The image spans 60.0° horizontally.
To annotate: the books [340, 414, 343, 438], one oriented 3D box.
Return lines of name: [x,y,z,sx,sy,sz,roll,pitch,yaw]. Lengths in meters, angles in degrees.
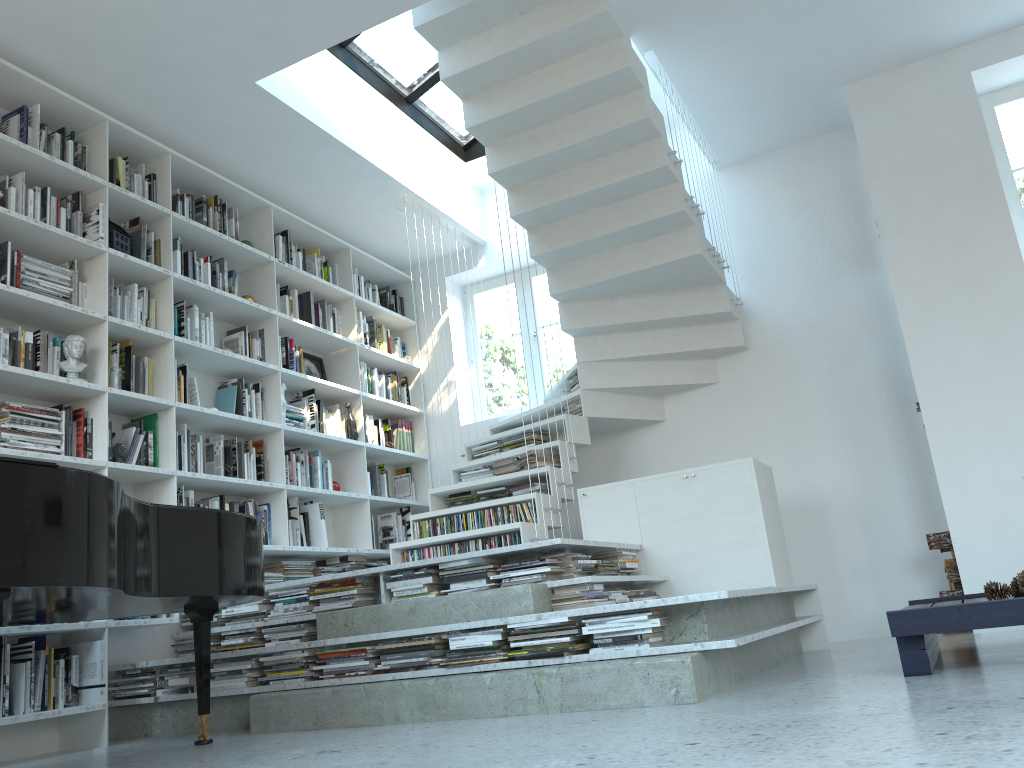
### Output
books: [-1.254,0.313,6.143,0.176,0.238,0.041,-14,-16,24]

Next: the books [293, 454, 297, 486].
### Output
books: [-1.446,0.575,5.621,0.177,0.238,0.026,-14,-16,24]

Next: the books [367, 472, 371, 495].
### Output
books: [-1.082,0.739,6.307,0.172,0.201,0.029,-14,-16,24]

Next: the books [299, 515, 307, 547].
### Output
books: [-1.379,0.944,5.567,0.184,0.216,0.052,-14,-16,24]

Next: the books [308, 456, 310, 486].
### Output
books: [-1.386,0.598,5.746,0.166,0.246,0.026,-14,-16,24]

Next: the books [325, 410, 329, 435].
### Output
books: [-1.316,0.306,6.084,0.129,0.234,0.028,-14,-16,24]

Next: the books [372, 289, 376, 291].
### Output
books: [-1.121,-0.620,6.976,0.131,0.235,0.010,-14,-16,24]

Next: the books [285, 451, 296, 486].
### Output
books: [-1.449,0.562,5.585,0.186,0.245,0.045,-14,-16,24]

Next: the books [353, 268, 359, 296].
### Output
books: [-1.241,-0.714,6.715,0.184,0.305,0.012,-14,-16,24]

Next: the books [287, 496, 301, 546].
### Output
books: [-1.401,0.883,5.553,0.169,0.332,0.014,-14,-16,24]

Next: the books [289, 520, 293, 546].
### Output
books: [-1.423,0.946,5.498,0.140,0.187,0.030,-14,-16,24]

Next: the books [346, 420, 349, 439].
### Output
books: [-1.216,0.357,6.207,0.166,0.178,0.027,-14,-16,24]

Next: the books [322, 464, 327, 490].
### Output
books: [-1.310,0.644,5.857,0.189,0.200,0.030,-14,-16,24]

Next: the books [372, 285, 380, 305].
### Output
books: [-1.106,-0.634,7.009,0.132,0.276,0.069,-14,-16,24]

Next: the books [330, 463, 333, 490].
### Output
books: [-1.278,0.651,5.942,0.170,0.222,0.027,-14,-16,24]

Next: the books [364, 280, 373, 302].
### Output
books: [-1.157,-0.660,6.908,0.159,0.284,0.012,-14,-16,24]

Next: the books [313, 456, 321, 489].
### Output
books: [-1.335,0.610,5.805,0.190,0.243,0.023,-14,-16,24]

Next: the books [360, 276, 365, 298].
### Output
books: [-1.206,-0.677,6.785,0.179,0.263,0.029,-14,-16,24]

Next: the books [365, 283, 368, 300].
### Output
books: [-1.175,-0.652,6.839,0.144,0.236,0.025,-14,-16,24]

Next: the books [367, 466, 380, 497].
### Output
books: [-1.037,0.728,6.375,0.184,0.248,0.027,-14,-16,24]

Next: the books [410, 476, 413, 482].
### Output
books: [-0.823,0.840,6.857,0.152,0.236,0.022,-14,-16,24]

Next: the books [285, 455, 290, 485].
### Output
books: [-1.464,0.569,5.561,0.163,0.222,0.011,-14,-16,24]

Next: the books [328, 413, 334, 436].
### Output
books: [-1.296,0.320,6.101,0.155,0.212,0.025,-14,-16,24]

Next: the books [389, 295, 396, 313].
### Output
books: [-1.017,-0.587,7.105,0.192,0.215,0.012,-14,-16,24]

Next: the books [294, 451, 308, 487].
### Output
books: [-1.395,0.574,5.671,0.191,0.254,0.028,-14,-16,24]

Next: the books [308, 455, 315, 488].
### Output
books: [-1.359,0.597,5.756,0.177,0.248,0.014,-14,-16,24]

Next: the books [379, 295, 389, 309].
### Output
books: [-1.057,-0.591,7.028,0.186,0.192,0.024,-14,-16,24]

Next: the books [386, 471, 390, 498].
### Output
books: [-0.978,0.772,6.543,0.166,0.239,0.013,-14,-16,24]

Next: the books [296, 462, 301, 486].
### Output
books: [-1.420,0.605,5.632,0.186,0.181,0.028,-14,-16,24]

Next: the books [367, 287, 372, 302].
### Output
books: [-1.159,-0.630,6.871,0.163,0.207,0.026,-14,-16,24]

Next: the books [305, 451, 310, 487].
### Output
books: [-1.385,0.578,5.702,0.186,0.261,0.012,-14,-16,24]

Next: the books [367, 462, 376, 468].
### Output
books: [-1.037,0.722,6.446,0.141,0.296,0.013,-14,-16,24]

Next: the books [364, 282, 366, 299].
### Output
books: [-1.195,-0.661,6.821,0.155,0.249,0.027,-14,-16,24]

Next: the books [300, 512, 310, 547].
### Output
books: [-1.361,0.944,5.616,0.172,0.239,0.031,-14,-16,24]

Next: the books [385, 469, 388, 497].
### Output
books: [-0.988,0.763,6.536,0.161,0.253,0.012,-14,-16,24]

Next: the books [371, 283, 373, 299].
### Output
books: [-1.145,-0.648,6.915,0.143,0.262,0.015,-14,-16,24]

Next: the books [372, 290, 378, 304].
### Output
books: [-1.123,-0.618,6.939,0.163,0.211,0.057,-14,-16,24]

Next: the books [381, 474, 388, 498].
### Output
books: [-0.990,0.773,6.478,0.175,0.205,0.021,-14,-16,24]

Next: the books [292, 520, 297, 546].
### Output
books: [-1.404,0.951,5.518,0.149,0.184,0.024,-14,-16,24]

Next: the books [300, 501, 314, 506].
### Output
books: [-1.328,0.927,5.731,0.136,0.325,0.012,-14,-16,24]

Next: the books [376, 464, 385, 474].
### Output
books: [-0.995,0.740,6.506,0.161,0.284,0.011,-14,-16,24]

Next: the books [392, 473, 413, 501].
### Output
books: [-0.841,0.824,6.820,0.161,0.253,0.012,-14,-16,24]

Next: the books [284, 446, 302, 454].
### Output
books: [-1.407,0.562,5.703,0.147,0.298,0.013,-14,-16,24]

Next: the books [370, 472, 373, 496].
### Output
books: [-1.070,0.748,6.358,0.149,0.207,0.025,-14,-16,24]

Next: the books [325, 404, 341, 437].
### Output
books: [-1.268,0.291,6.119,0.191,0.270,0.021,-14,-16,24]

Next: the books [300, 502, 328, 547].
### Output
books: [-1.302,0.920,5.651,0.255,0.290,0.075,-14,-16,24]

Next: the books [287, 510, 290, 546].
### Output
books: [-1.436,0.908,5.458,0.157,0.243,0.015,-14,-16,24]

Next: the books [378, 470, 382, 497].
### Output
books: [-1.022,0.755,6.447,0.172,0.230,0.014,-14,-16,24]

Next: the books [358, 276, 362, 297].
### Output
books: [-1.217,-0.679,6.762,0.163,0.258,0.022,-14,-16,24]

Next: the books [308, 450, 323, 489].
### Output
books: [-1.329,0.593,5.834,0.181,0.289,0.026,-14,-16,24]

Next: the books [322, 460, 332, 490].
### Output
books: [-1.289,0.640,5.921,0.181,0.235,0.025,-14,-16,24]

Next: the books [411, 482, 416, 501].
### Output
books: [-0.821,0.861,6.826,0.167,0.181,0.028,-14,-16,24]

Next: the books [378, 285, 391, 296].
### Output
books: [-1.037,-0.626,7.138,0.162,0.312,0.014,-14,-16,24]

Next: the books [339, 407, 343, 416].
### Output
books: [-1.234,0.318,6.256,0.139,0.283,0.029,-14,-16,24]

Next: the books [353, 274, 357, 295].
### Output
books: [-1.249,-0.689,6.682,0.183,0.243,0.023,-14,-16,24]

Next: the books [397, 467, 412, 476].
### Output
books: [-0.827,0.808,6.885,0.129,0.314,0.013,-14,-16,24]

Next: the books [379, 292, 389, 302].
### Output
books: [-1.054,-0.605,7.082,0.160,0.246,0.068,-14,-16,24]

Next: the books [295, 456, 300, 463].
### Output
books: [-1.423,0.588,5.660,0.179,0.229,0.012,-14,-16,24]
